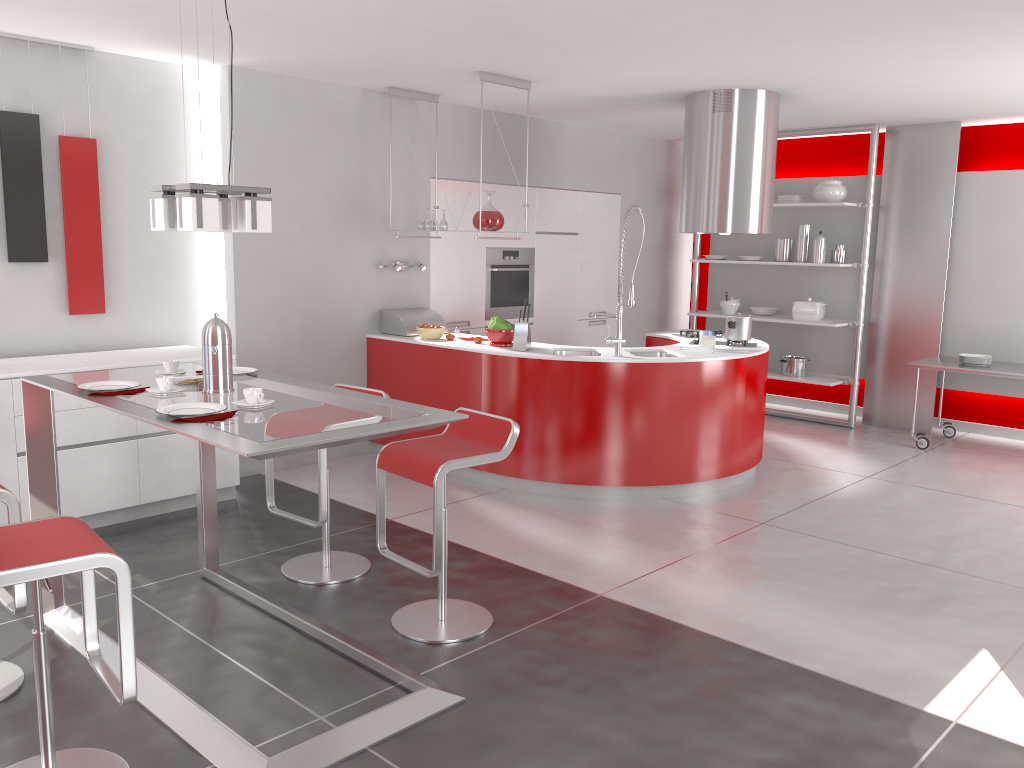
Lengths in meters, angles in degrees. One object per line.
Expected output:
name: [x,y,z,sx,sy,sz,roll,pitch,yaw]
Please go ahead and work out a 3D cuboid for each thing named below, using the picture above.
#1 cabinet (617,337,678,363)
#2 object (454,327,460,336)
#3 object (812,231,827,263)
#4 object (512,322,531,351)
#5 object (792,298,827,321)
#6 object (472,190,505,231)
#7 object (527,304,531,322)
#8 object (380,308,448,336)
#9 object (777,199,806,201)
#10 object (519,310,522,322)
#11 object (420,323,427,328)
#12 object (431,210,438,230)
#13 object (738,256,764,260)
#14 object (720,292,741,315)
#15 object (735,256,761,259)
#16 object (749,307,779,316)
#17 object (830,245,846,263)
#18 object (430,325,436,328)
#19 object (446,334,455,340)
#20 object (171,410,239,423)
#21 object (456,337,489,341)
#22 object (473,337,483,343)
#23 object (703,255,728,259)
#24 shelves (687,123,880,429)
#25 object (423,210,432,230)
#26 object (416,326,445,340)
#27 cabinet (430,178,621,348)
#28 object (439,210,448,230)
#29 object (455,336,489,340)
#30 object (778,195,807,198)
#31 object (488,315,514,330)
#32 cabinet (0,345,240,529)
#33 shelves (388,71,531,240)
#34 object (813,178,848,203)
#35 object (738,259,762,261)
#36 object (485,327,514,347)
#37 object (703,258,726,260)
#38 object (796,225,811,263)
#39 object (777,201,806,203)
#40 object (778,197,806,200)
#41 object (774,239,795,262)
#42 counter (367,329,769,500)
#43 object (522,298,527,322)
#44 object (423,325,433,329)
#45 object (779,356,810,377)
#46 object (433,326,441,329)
cabinet: [0.295,0.075,6.466,1.875,0.761,1.025,1,9,-1]
object: [-0.399,-0.384,6.464,0.042,0.066,0.043,-5,11,-33]
object: [2.670,-1.188,7.700,0.115,0.274,0.115,8,11,36]
object: [0.063,-0.308,5.662,0.091,0.178,0.137,4,9,16]
object: [2.667,-0.675,7.971,0.282,0.197,0.235,7,11,33]
object: [-0.156,-1.151,5.905,0.213,0.266,0.213,-2,10,-18]
object: [0.097,-0.368,5.662,0.012,0.279,0.130,3,9,14]
object: [-0.719,-0.463,6.554,0.300,0.170,0.400,10,12,43]
object: [2.516,-1.643,7.975,0.200,0.030,0.200,10,12,43]
object: [0.045,-0.374,5.677,0.009,0.197,0.091,3,9,14]
object: [-0.617,-0.398,6.250,0.055,0.058,0.066,6,10,28]
object: [-0.544,-1.141,6.191,0.060,0.141,0.060,10,12,43]
object: [2.209,-1.155,8.181,0.244,0.042,0.244,6,10,27]
object: [2.076,-0.772,8.446,0.192,0.214,0.192,6,10,29]
object: [2.248,-1.200,8.466,0.244,0.042,0.244,7,11,35]
object: [2.379,-0.683,8.373,0.272,0.072,0.272,2,9,7]
object: [2.865,-1.139,7.781,0.127,0.157,0.127,-5,11,-36]
object: [-0.555,-0.392,6.251,0.066,0.049,0.062,9,12,40]
object: [-0.429,-0.325,6.160,0.065,0.047,0.063,9,12,42]
object: [-0.925,0.104,2.738,0.095,0.012,0.234,9,12,41]
object: [-0.281,-0.320,6.263,0.168,0.006,0.266,-2,10,-20]
object: [-0.230,-0.299,6.001,0.064,0.048,0.063,5,10,21]
object: [1.942,-1.203,8.450,0.244,0.042,0.244,6,10,27]
shelves: [2.415,-0.996,8.178,1.735,2.599,0.535,10,12,43]
object: [-0.583,-1.129,6.115,0.060,0.141,0.060,4,10,20]
object: [-0.568,-0.355,6.209,0.201,0.086,0.201,10,13,44]
cabinet: [-0.029,-0.713,7.932,0.614,2.026,2.398,10,12,43]
object: [-0.471,-1.129,6.124,0.060,0.141,0.060,10,12,43]
object: [-0.230,-0.322,6.238,0.375,0.008,0.041,4,10,20]
object: [2.516,-1.674,7.971,0.200,0.030,0.200,10,12,43]
object: [-0.059,-0.363,5.863,0.193,0.182,0.198,-7,12,-40]
cabinet: [-2.466,0.317,4.821,0.610,0.880,1.802,10,12,43]
shelves: [-0.372,-1.508,6.036,0.934,1.023,0.462,10,12,43]
object: [2.784,-1.685,7.759,0.287,0.222,0.287,1,9,-2]
object: [2.208,-1.142,8.183,0.280,0.015,0.280,-2,9,-17]
object: [-0.068,-0.311,5.878,0.229,0.118,0.228,3,9,14]
object: [1.942,-1.189,8.452,0.280,0.015,0.280,0,9,-10]
object: [2.578,-1.242,7.849,0.109,0.329,0.110,9,12,41]
object: [2.516,-1.628,7.978,0.200,0.030,0.200,10,12,43]
object: [2.516,-1.658,7.973,0.200,0.030,0.200,10,12,43]
object: [2.460,-1.210,8.027,0.172,0.205,0.184,-7,12,-41]
counter: [0.461,0.143,6.258,2.865,0.880,1.868,-1,9,-13]
object: [0.073,-0.387,5.676,0.014,0.322,0.150,3,9,14]
object: [-0.587,-0.385,6.199,0.065,0.052,0.062,6,10,28]
object: [2.577,-0.163,8.089,0.240,0.161,0.259,6,10,26]
object: [-0.522,-0.383,6.194,0.062,0.049,0.066,-6,12,-38]
